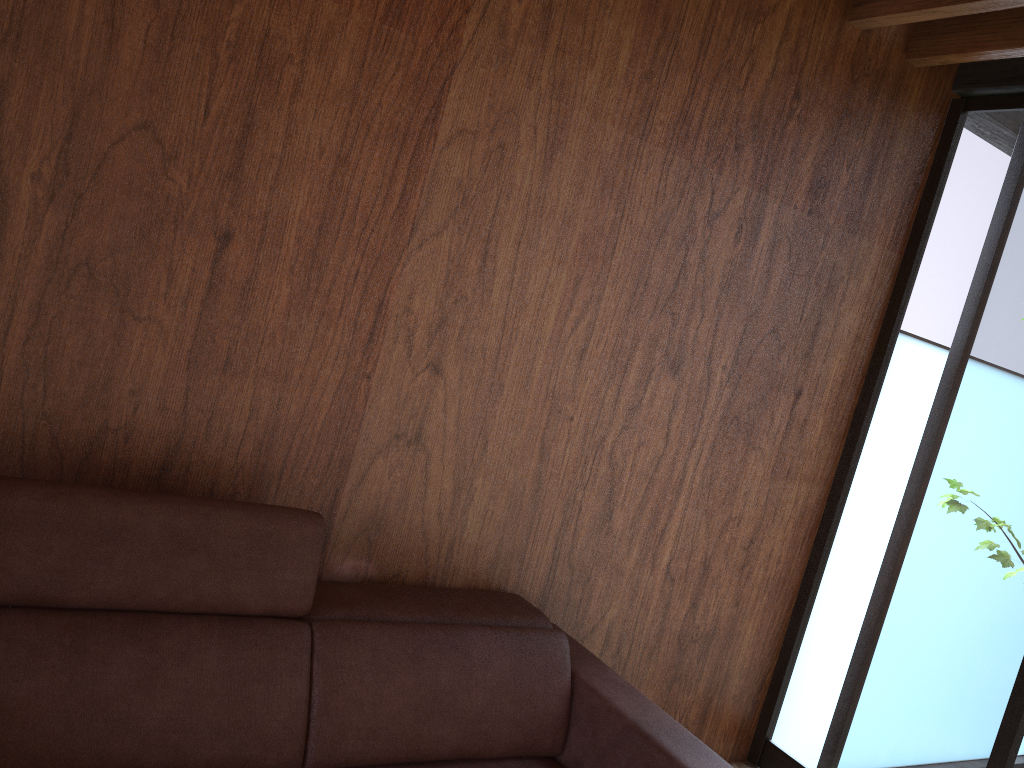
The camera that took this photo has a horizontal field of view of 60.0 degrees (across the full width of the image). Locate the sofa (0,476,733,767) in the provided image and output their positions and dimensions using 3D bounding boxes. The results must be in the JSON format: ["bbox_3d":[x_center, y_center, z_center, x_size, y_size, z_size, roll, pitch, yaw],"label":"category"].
[{"bbox_3d":[-0.298,0.735,1.185,2.524,0.760,1.686,12,6,-33],"label":"sofa"}]

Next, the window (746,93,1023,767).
[{"bbox_3d":[2.907,-0.252,1.523,14.077,5.132,4.071,12,6,-33],"label":"window"}]
